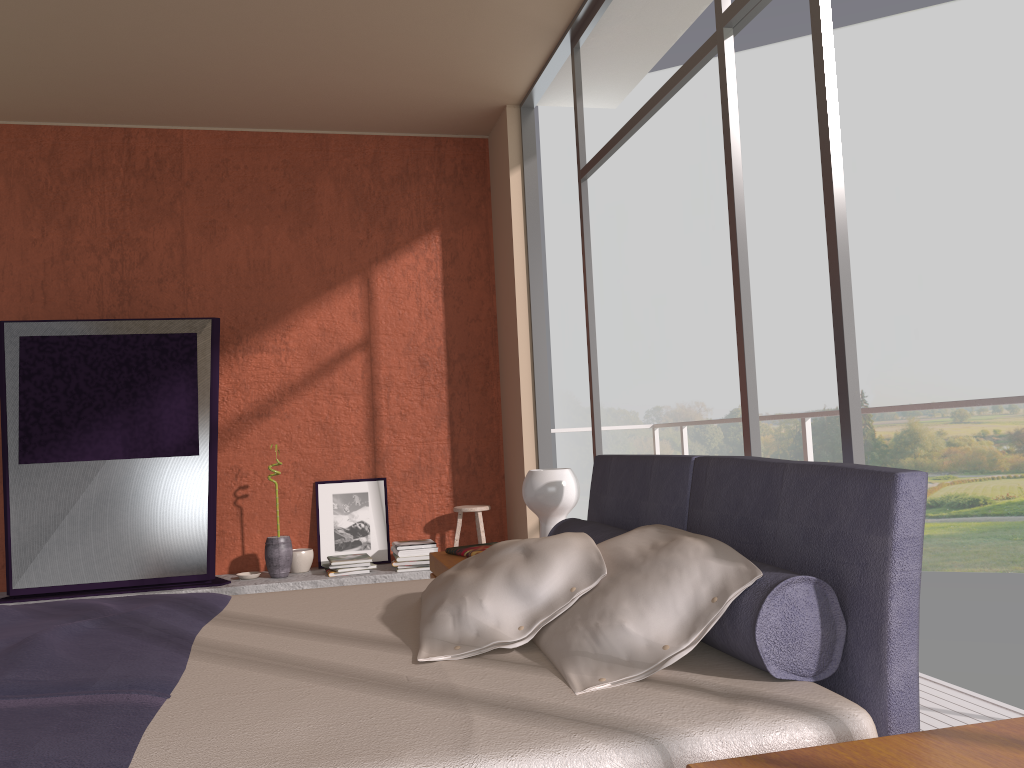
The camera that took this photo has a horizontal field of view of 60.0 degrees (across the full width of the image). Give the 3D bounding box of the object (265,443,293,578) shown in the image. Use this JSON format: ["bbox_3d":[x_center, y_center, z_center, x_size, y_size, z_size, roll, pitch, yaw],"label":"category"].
[{"bbox_3d":[-1.424,0.766,5.383,0.165,0.810,0.165,-4,-4,10],"label":"object"}]

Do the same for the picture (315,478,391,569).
[{"bbox_3d":[-1.030,0.896,5.745,0.458,0.550,0.117,-2,-4,-13],"label":"picture"}]

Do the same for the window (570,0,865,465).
[{"bbox_3d":[1.076,-0.490,1.686,0.075,3.133,6.106,-2,-4,-13],"label":"window"}]

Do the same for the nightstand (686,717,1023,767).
[{"bbox_3d":[0.597,0.771,0.970,0.562,0.556,0.628,-2,-4,-13],"label":"nightstand"}]

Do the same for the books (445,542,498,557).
[{"bbox_3d":[-0.098,0.685,3.648,0.247,0.025,0.287,-1,-4,-32],"label":"books"}]

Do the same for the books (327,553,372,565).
[{"bbox_3d":[-0.998,1.075,5.443,0.247,0.018,0.328,-2,-4,-16],"label":"books"}]

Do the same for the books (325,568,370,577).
[{"bbox_3d":[-1.010,1.141,5.436,0.247,0.025,0.287,-2,-4,-16],"label":"books"}]

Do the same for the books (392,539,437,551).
[{"bbox_3d":[-0.610,1.000,5.518,0.247,0.025,0.287,-2,-4,-13],"label":"books"}]

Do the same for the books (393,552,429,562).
[{"bbox_3d":[-0.605,1.063,5.508,0.247,0.027,0.328,-2,-4,-12],"label":"books"}]

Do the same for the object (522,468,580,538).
[{"bbox_3d":[0.156,0.498,3.418,0.224,0.338,0.224,-3,-4,-2],"label":"object"}]

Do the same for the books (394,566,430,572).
[{"bbox_3d":[-0.602,1.130,5.503,0.247,0.018,0.328,-2,-4,-12],"label":"books"}]

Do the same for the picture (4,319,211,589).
[{"bbox_3d":[-2.310,0.373,5.115,1.129,1.496,0.126,-2,-4,-13],"label":"picture"}]

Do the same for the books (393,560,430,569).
[{"bbox_3d":[-0.604,1.112,5.510,0.247,0.018,0.287,-2,-4,-13],"label":"books"}]

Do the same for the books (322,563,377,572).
[{"bbox_3d":[-1.000,1.119,5.449,0.247,0.018,0.328,-1,-4,-29],"label":"books"}]

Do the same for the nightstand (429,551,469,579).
[{"bbox_3d":[0.003,0.965,3.535,0.562,0.556,0.628,-2,-4,-13],"label":"nightstand"}]

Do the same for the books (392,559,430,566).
[{"bbox_3d":[-0.603,1.090,5.487,0.247,0.025,0.287,-3,-4,-2],"label":"books"}]

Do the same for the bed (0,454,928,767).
[{"bbox_3d":[-0.631,0.709,2.067,2.462,0.959,2.017,-2,-4,-13],"label":"bed"}]

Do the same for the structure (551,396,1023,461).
[{"bbox_3d":[1.472,0.491,1.904,0.728,1.005,7.689,-2,-4,-13],"label":"structure"}]

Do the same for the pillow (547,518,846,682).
[{"bbox_3d":[0.368,0.496,2.301,0.205,0.201,1.470,-2,-4,-13],"label":"pillow"}]

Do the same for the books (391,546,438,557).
[{"bbox_3d":[-0.607,1.031,5.510,0.247,0.038,0.319,-2,-4,-16],"label":"books"}]

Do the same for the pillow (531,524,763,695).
[{"bbox_3d":[0.233,0.473,1.990,0.400,0.265,0.791,-2,-4,-10],"label":"pillow"}]

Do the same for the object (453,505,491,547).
[{"bbox_3d":[-0.240,0.966,5.743,0.257,0.349,0.260,1,-5,-44],"label":"object"}]

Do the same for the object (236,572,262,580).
[{"bbox_3d":[-1.593,1.167,5.371,0.152,0.040,0.152,-4,-4,22],"label":"object"}]

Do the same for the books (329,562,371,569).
[{"bbox_3d":[-0.995,1.095,5.437,0.247,0.025,0.287,-2,-4,-11],"label":"books"}]

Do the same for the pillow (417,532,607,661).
[{"bbox_3d":[-0.026,0.515,2.295,0.431,0.264,0.869,-2,-4,-5],"label":"pillow"}]

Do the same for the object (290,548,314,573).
[{"bbox_3d":[-1.334,1.110,5.553,0.179,0.137,0.180,-3,-4,-1],"label":"object"}]
